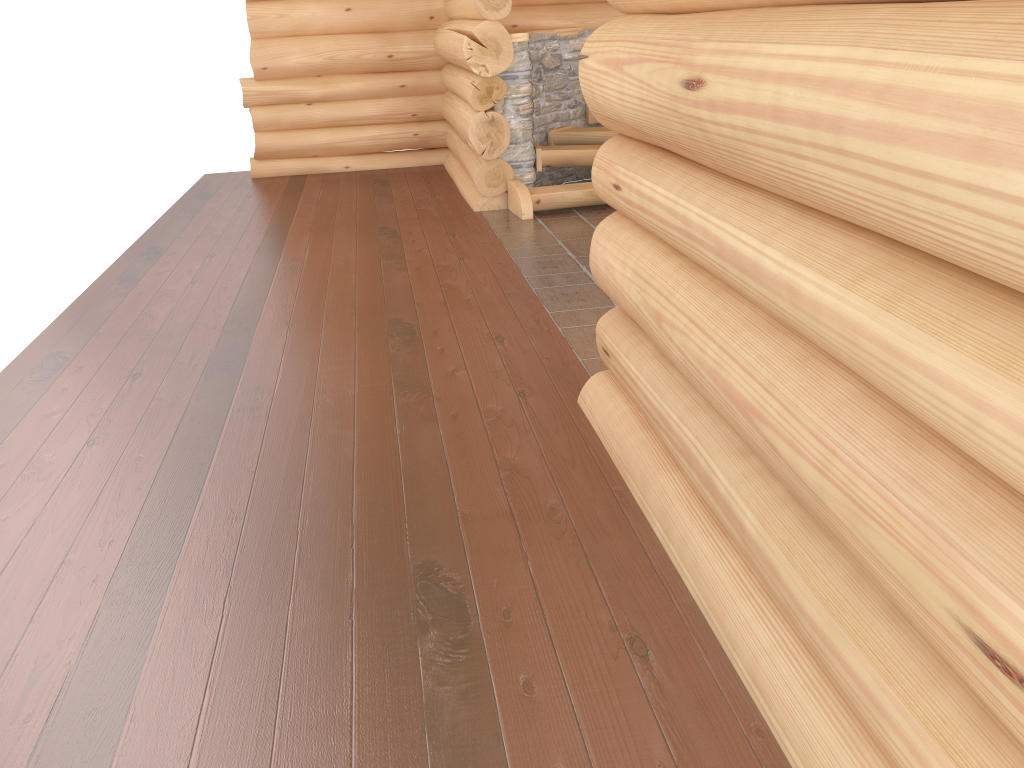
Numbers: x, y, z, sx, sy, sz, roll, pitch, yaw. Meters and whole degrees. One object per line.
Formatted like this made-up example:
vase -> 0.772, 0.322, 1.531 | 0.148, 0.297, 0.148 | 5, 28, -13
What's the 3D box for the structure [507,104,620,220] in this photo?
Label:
structure -> 1.533, -2.788, 8.689 | 3.604, 1.643, 1.951 | -9, 23, -13
